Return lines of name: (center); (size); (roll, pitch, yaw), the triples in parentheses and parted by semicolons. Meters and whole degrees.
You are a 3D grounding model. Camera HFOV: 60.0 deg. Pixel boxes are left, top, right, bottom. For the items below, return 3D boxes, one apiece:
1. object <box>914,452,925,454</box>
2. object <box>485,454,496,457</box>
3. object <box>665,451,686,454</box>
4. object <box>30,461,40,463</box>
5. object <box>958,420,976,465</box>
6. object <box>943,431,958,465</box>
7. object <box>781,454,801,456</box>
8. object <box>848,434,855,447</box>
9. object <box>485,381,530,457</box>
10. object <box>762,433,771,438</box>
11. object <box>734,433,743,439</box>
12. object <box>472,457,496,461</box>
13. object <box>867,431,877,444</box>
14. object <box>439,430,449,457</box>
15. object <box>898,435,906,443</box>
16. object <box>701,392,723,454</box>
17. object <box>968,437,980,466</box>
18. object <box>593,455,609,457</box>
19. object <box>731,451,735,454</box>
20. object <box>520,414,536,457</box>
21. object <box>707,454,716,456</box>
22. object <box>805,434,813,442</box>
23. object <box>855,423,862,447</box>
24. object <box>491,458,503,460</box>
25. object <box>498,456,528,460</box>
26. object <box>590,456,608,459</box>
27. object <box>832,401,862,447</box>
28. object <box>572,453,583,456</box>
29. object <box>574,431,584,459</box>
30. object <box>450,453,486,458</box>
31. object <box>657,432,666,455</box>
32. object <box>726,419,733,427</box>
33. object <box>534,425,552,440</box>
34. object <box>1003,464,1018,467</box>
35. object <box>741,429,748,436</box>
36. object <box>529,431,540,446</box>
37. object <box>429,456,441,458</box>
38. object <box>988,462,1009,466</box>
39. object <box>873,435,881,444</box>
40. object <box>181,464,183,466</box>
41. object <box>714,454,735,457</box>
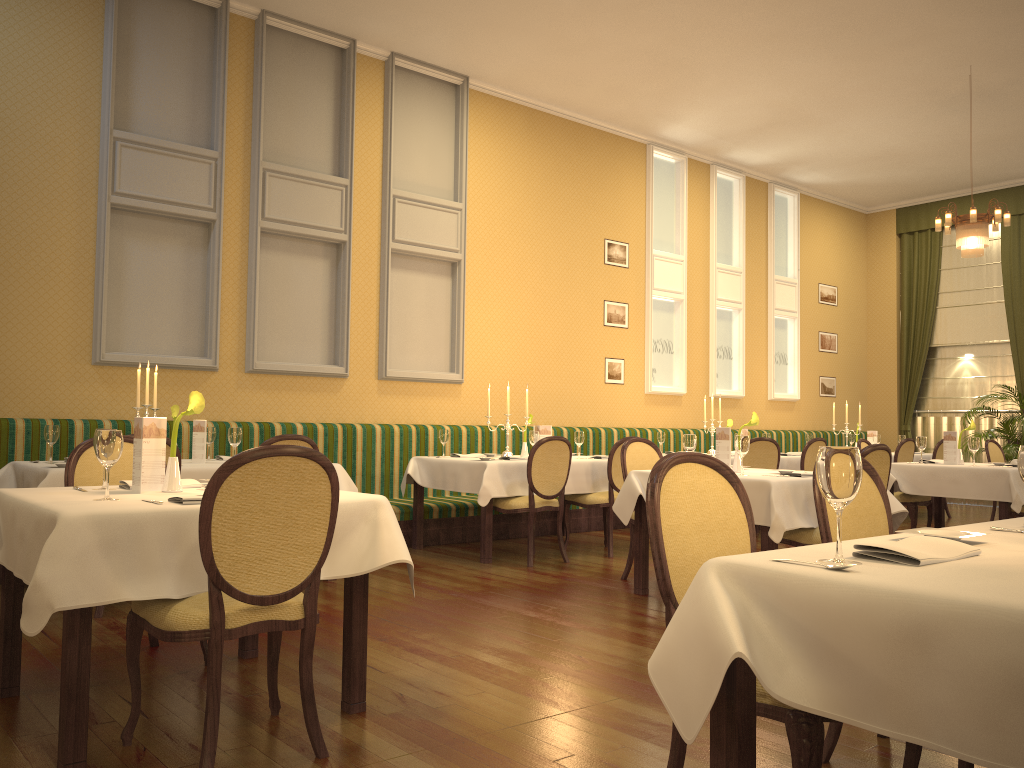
object: (4.972, 0.852, 10.973); (0.273, 0.024, 0.142); (3, -4, -39)
object: (-0.187, 0.617, 7.671); (0.160, 0.024, 0.160); (3, -4, -39)
object: (1.719, 0.712, 9.133); (0.273, 0.033, 0.142); (3, -4, -39)
object: (-2.904, 0.471, 5.393); (0.038, 0.015, 0.181); (3, -4, -38)
object: (3.778, 0.484, 7.395); (0.163, 0.375, 0.076); (-1, -3, 27)
object: (3.638, 0.533, 7.389); (0.081, 0.277, 0.166); (0, -3, 7)
object: (2.892, 0.739, 9.256); (0.273, 0.024, 0.142); (3, -4, -39)
object: (4.359, 0.759, 11.378); (0.088, 0.229, 0.088); (0, -3, 8)
object: (-0.036, 0.296, 7.460); (0.390, 0.655, 0.131); (2, -3, -20)
object: (2.622, 0.625, 9.146); (0.088, 0.229, 0.088); (0, -3, 8)
object: (2.261, 0.605, 8.835); (0.088, 0.229, 0.088); (0, -3, 8)
object: (-0.206, 0.573, 6.773); (0.160, 0.024, 0.160); (3, -4, -39)
object: (4.429, 0.718, 10.975); (0.081, 0.277, 0.166); (2, -3, -23)
object: (-0.563, 0.491, 7.322); (0.088, 0.229, 0.088); (0, -3, 8)
object: (4.748, 0.736, 10.799); (0.088, 0.229, 0.088); (0, -3, 8)
object: (2.058, 0.406, 9.115); (0.131, 0.655, 0.390); (2, -3, -25)
object: (3.667, 0.538, 7.038); (0.088, 0.229, 0.088); (1, -3, 2)
object: (0.769, 0.634, 7.749); (0.160, 0.024, 0.160); (3, -4, -39)
object: (2.443, 0.754, 9.778); (0.273, 0.033, 0.142); (3, -4, -39)
object: (0.134, 0.445, 7.673); (0.076, 0.375, 0.163); (-1, -3, 32)
object: (1.877, 0.686, 8.493); (0.160, 0.024, 0.160); (3, -4, -39)
object: (3.600, 0.718, 10.758); (0.088, 0.229, 0.088); (0, -3, 8)
object: (4.298, 0.667, 11.023); (0.076, 0.375, 0.163); (-1, -3, 37)
object: (-0.117, 0.585, 6.909); (0.038, 0.015, 0.181); (3, -4, -38)
object: (0.044, 0.584, 6.973); (0.273, 0.033, 0.142); (3, -4, -39)
object: (0.808, 0.626, 7.536); (0.273, 0.024, 0.142); (3, -4, -39)
object: (4.072, 0.517, 10.787); (0.131, 0.655, 0.390); (3, -3, -34)
object: (0.548, 0.655, 8.253); (0.160, 0.024, 0.160); (3, -4, -39)
object: (0.561, 0.512, 7.420); (0.088, 0.229, 0.088); (0, -3, 8)
object: (-0.364, 0.599, 7.413); (0.273, 0.033, 0.142); (3, -4, -39)
object: (1.520, 0.604, 9.041); (0.088, 0.229, 0.088); (0, -3, 8)
object: (2.233, 0.551, 9.233); (0.076, 0.375, 0.163); (2, -3, -18)
object: (0.245, 0.489, 7.505); (0.166, 0.277, 0.081); (0, -3, 22)
object: (4.024, 0.648, 7.040); (0.273, 0.024, 0.142); (3, -4, -39)
object: (2.436, 0.609, 9.314); (0.081, 0.277, 0.166); (0, -3, 12)
object: (0.177, 0.492, 7.116); (0.088, 0.229, 0.088); (0, -3, 8)
object: (-0.636, 0.594, 7.264); (0.038, 0.015, 0.181); (3, -4, -38)
object: (3.985, 0.657, 7.253); (0.160, 0.024, 0.160); (3, -4, -39)
object: (4.341, 0.718, 10.552); (0.088, 0.229, 0.088); (0, -3, 8)
object: (-2.008, 0.481, 5.298); (0.017, 0.010, 0.185); (3, -4, -39)
object: (2.128, 0.697, 8.692); (0.273, 0.033, 0.142); (3, -4, -39)
